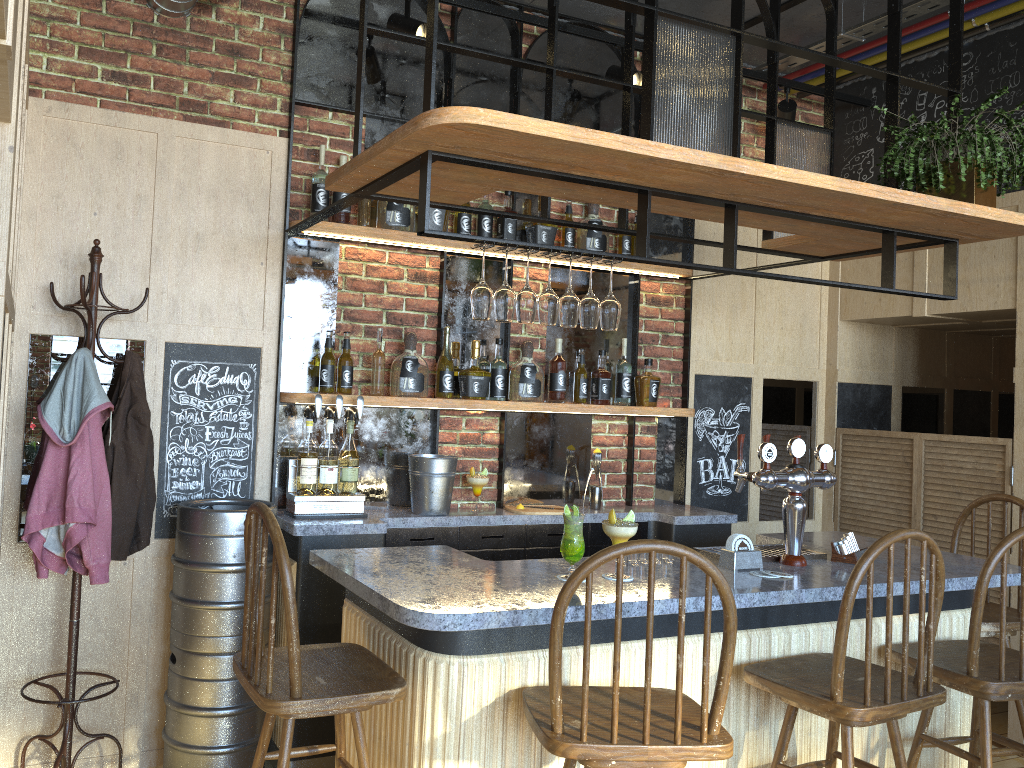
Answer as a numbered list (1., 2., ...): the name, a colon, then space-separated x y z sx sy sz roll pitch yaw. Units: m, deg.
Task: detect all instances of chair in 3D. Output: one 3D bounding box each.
1. chair: 1.412 0.993 2.650 0.421 1.196 0.426 3 -2 -23
2. chair: -0.516 0.906 2.294 0.396 1.196 0.451 3 -2 -28
3. chair: 0.250 0.935 2.060 0.430 1.196 0.417 3 -2 -8
4. chair: 1.733 1.018 3.365 0.401 1.196 0.446 3 -2 -18
5. chair: 0.898 0.968 2.405 0.416 1.196 0.430 4 -2 -33

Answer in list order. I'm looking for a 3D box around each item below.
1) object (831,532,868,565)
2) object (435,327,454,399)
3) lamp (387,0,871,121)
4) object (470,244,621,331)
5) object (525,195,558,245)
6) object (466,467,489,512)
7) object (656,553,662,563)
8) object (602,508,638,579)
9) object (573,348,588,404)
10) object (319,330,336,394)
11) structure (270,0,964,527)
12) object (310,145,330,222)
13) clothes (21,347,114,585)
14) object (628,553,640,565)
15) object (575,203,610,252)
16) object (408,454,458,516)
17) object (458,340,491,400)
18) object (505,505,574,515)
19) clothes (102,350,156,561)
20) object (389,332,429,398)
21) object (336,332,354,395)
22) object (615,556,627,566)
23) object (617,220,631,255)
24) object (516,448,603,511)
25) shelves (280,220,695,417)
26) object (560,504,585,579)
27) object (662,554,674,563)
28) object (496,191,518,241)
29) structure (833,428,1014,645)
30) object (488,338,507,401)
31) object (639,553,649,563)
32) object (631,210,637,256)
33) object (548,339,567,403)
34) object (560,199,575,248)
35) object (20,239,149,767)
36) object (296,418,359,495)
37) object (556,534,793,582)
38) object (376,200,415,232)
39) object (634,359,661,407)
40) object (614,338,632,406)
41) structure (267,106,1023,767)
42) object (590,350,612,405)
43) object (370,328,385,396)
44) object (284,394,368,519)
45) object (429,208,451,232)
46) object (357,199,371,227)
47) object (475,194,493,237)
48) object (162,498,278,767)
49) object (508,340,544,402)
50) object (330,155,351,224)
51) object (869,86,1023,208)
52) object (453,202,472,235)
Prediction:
1. object: 1.170 0.562 3.035 0.095 0.091 0.169 1 -2 37
2. object: -0.292 -0.094 3.873 0.085 0.318 0.077 0 -3 43
3. lamp: 1.766 -1.470 1.227 6.957 0.274 6.499 3 -1 -27
4. object: 0.106 -0.272 2.536 0.479 0.208 0.068 3 -2 -25
5. object: 0.138 -0.752 4.105 0.113 0.265 0.121 3 -2 -26
6. object: -0.154 0.465 3.906 0.106 0.197 0.105 2 -2 1
7. object: 0.465 0.544 2.836 0.040 0.059 0.044 4 -2 -38
8. object: 0.313 0.462 2.571 0.106 0.197 0.105 2 -2 1
9. object: 0.324 -0.036 4.158 0.069 0.263 0.063 0 -3 44
10. object: -0.760 -0.089 3.642 0.065 0.263 0.066 2 -2 -5
11. structure: 1.256 -0.097 1.423 5.569 3.328 6.320 3 -2 -44
12. object: -0.796 -0.830 3.667 0.075 0.330 0.076 2 -2 -4
13. clothes: -1.476 0.271 2.960 0.270 0.792 0.241 2 -2 -1
14. object: 0.387 0.540 2.790 0.040 0.059 0.044 4 -2 -38
15. object: 0.392 -0.749 4.227 0.165 0.283 0.125 3 -2 -13
16. object: -0.344 0.430 3.772 0.225 0.246 0.209 2 -2 24
17. object: -0.166 -0.061 3.912 0.113 0.265 0.121 3 -2 -26
18. object: 0.132 0.568 3.993 0.308 0.019 0.243 3 -1 -18
19. clothes: -1.404 0.262 3.238 0.203 0.771 0.247 3 -2 -30
20. object: -0.437 -0.083 3.785 0.165 0.283 0.125 3 -2 -13
21. object: -0.693 -0.086 3.673 0.063 0.263 0.069 4 -3 -40
22. object: 0.343 0.538 2.769 0.040 0.059 0.044 4 -2 -38
23. object: 0.550 -0.731 4.313 0.063 0.263 0.069 4 -2 -33
24. object: 0.234 0.439 4.068 0.473 0.288 0.091 3 -2 -25
25. shelves: -0.099 -0.256 4.210 2.040 0.746 0.626 3 -2 -26
26. object: 0.174 0.449 2.526 0.065 0.211 0.072 4 -3 -44
27. object: 0.506 0.546 2.856 0.041 0.059 0.043 3 -2 -17
28. object: -0.022 -0.758 4.035 0.075 0.263 0.081 3 -2 -26
29. structure: 0.543 0.655 2.789 1.329 0.995 4.768 1 -1 37
30. object: -0.063 -0.065 3.990 0.073 0.284 0.078 3 -2 -26
31. object: 0.421 0.542 2.825 0.040 0.059 0.044 4 -2 -38
32. object: 0.617 -0.728 4.345 0.063 0.263 0.069 4 -3 -40
33. object: 0.214 -0.060 4.119 0.085 0.303 0.087 3 -2 -8
34. object: 0.266 -0.745 4.178 0.063 0.263 0.068 3 -2 -27
35. object: -1.534 0.474 3.095 0.344 1.990 0.362 2 -2 -5
36. object: -0.747 0.294 3.589 0.249 0.303 0.088 3 -2 -25
37. object: 0.495 0.519 2.615 0.739 0.106 0.208 3 -1 -26
38. object: -0.497 -0.793 3.803 0.165 0.283 0.125 3 -2 -13
39. object: 0.662 -0.005 4.303 0.137 0.235 0.093 4 -2 -41
40. object: 0.542 -0.058 4.282 0.075 0.330 0.076 2 -2 -4
41. structure: 0.369 0.466 3.292 2.252 2.175 1.805 3 -2 -27
42. object: 0.425 -0.030 4.203 0.075 0.263 0.081 3 -2 -26
43. object: -0.564 -0.092 3.726 0.057 0.288 0.054 2 -2 12
44. object: -0.739 0.288 3.576 0.299 0.492 0.212 3 -2 -27
45. object: -0.341 -0.761 3.873 0.139 0.235 0.092 3 -2 -21
46. object: -0.625 -0.801 3.745 0.057 0.288 0.054 2 -2 12
47. object: -0.124 -0.774 4.009 0.073 0.284 0.078 3 -2 -26
48. object: -1.100 0.972 3.332 0.404 1.036 0.393 2 -2 8
49. object: 0.070 -0.058 4.029 0.165 0.283 0.125 3 -2 -13
50. object: -0.719 -0.813 3.722 0.084 0.303 0.088 3 -2 -17
51. object: 1.564 -0.762 3.011 0.635 0.370 0.475 1 -2 41
52. object: -0.219 -0.796 3.955 0.085 0.318 0.077 0 -3 43
